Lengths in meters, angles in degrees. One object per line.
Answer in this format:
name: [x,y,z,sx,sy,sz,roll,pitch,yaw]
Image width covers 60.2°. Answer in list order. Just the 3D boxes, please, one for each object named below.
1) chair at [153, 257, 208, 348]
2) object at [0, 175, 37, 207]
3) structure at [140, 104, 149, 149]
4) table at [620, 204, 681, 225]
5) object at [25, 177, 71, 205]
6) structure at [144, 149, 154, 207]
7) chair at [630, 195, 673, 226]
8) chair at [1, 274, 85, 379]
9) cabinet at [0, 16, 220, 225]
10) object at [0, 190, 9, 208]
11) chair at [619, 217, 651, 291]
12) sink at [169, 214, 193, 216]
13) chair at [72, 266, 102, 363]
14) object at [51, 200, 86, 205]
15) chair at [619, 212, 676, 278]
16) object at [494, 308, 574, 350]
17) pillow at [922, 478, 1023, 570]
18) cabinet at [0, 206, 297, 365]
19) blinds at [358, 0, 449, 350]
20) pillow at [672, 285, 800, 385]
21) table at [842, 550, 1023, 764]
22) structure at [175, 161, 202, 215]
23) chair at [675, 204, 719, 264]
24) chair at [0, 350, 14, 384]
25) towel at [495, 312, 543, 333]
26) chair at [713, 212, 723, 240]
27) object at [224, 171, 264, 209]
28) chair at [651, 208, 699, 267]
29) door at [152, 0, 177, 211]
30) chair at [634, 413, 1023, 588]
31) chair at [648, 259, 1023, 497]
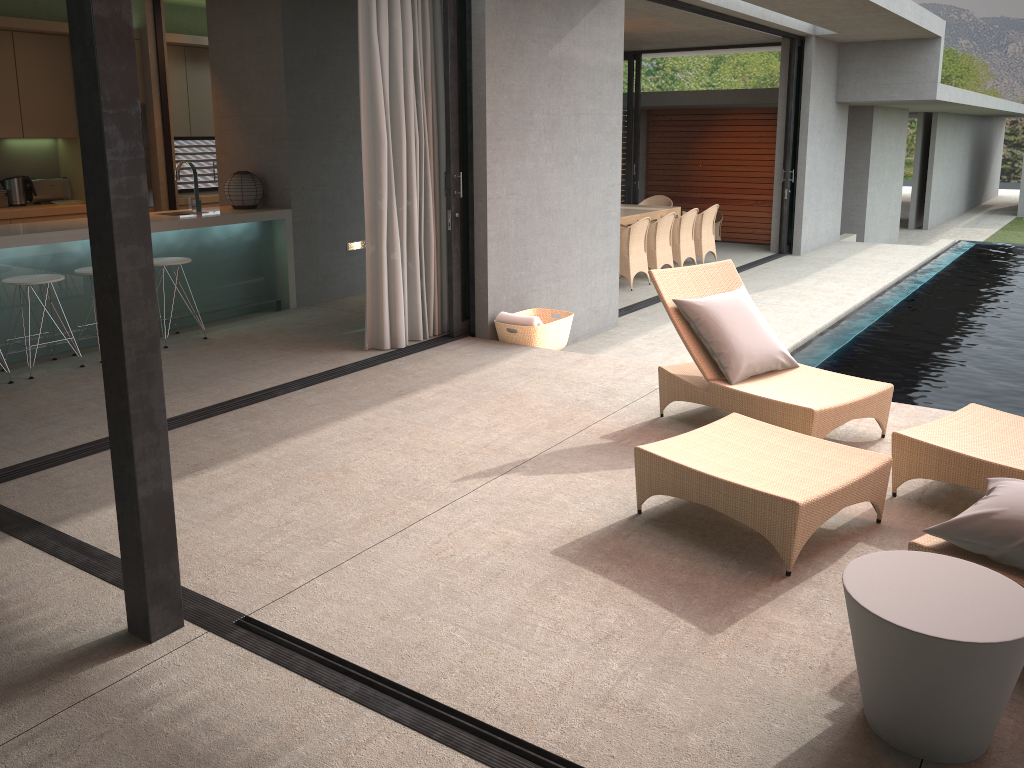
chair: [-2.628,-0.637,6.764,0.384,0.613,0.386,8,15,33]
object: [-4.669,-1.827,8.353,0.178,0.281,0.281,10,17,38]
structure: [-4.028,-2.554,8.775,0.462,0.430,0.604,9,17,33]
table: [1.077,-1.997,12.290,1.287,0.744,3.300,9,18,33]
object: [-4.531,-1.890,8.639,0.151,0.243,0.394,8,17,33]
structure: [-4.010,-2.061,8.864,0.500,0.570,0.604,9,16,33]
chair: [2.199,-2.535,13.979,0.621,0.849,0.638,9,16,33]
chair: [-3.188,-0.403,5.950,0.384,0.613,0.386,8,15,33]
cabinet: [-4.304,-1.805,7.407,1.975,2.522,7.569,8,18,33]
object: [-4.888,-1.693,8.111,0.241,0.157,0.405,9,18,33]
chair: [1.356,-1.623,10.786,0.633,0.849,0.625,9,16,33]
sink: [-2.816,-1.365,7.548,0.376,0.132,0.379,10,18,33]
chair: [-2.910,-0.519,6.354,0.384,0.613,0.386,8,15,33]
object: [-4.267,-1.746,8.515,0.310,0.034,0.316,1,16,3]
chair: [1.771,-1.795,11.385,0.633,0.849,0.625,9,16,33]
object: [0.180,-0.386,7.030,0.448,0.295,0.689,9,18,33]
pillow: [1.713,0.451,2.786,0.601,0.191,0.599,-15,21,-42]
cabinet: [-3.459,-0.712,6.545,0.804,0.884,4.175,9,18,33]
blinds: [-0.781,-1.749,6.499,0.230,2.886,0.896,6,14,30]
pillow: [1.251,-0.284,4.922,0.613,0.420,0.431,-11,18,-36]
table: [1.123,0.737,2.366,0.475,0.386,0.483,4,15,15]
structure: [-2.737,-1.645,7.409,0.259,0.434,0.098,8,15,34]
chair: [2.602,-2.140,12.584,0.633,0.849,0.625,9,16,33]
chair: [-3.457,-0.291,5.561,0.384,0.613,0.386,8,15,33]
towel: [0.100,-0.405,6.894,0.371,0.306,0.313,9,17,34]
chair: [3.845,-2.977,17.609,0.632,0.849,0.626,-6,14,-25]
object: [-2.413,-1.747,7.953,0.341,0.329,0.345,6,15,25]
chair: [2.187,-1.968,11.985,0.633,0.849,0.625,9,16,33]
door: [-3.074,-0.071,3.246,5.773,4.397,15.611,1,16,6]
chair: [1.519,0.320,3.047,0.706,0.813,2.318,-11,19,-39]
chair: [1.715,-0.048,4.337,0.705,0.813,2.321,-10,18,-35]
